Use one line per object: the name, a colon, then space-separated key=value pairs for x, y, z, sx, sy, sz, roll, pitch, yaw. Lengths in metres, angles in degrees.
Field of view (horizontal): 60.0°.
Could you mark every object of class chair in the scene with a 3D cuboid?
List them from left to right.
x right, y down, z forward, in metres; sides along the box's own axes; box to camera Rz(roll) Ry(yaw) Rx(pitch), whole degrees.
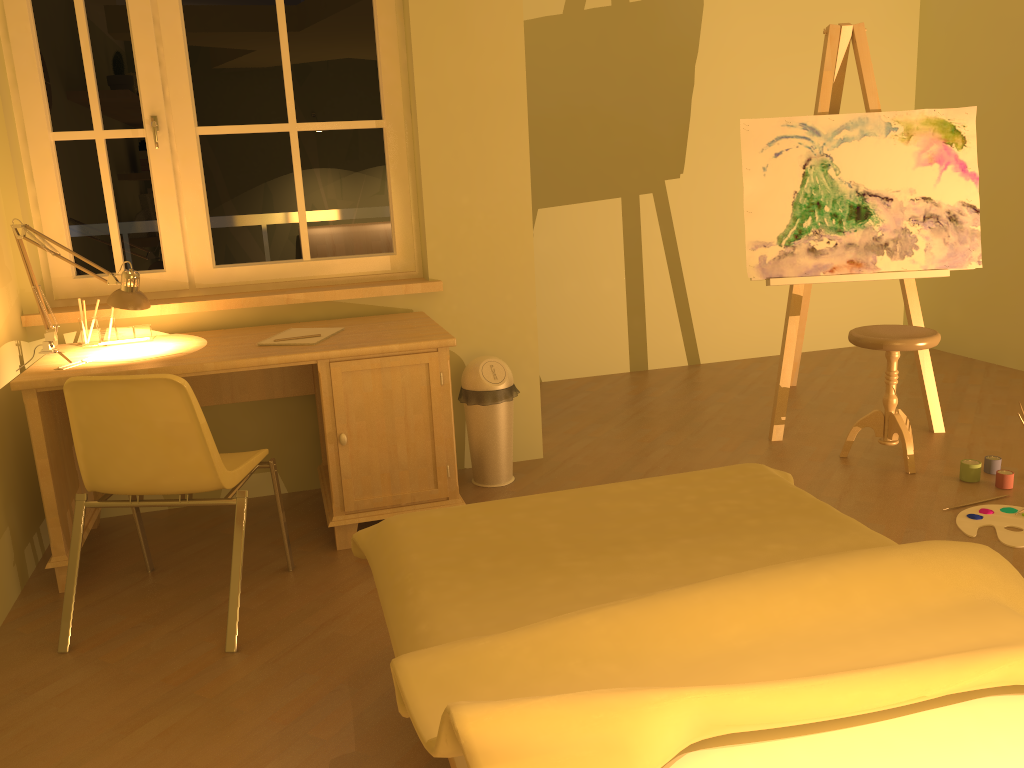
chair: x=-1.031 y=0.313 z=2.675 sx=0.531 sy=0.785 sz=0.546 roll=-2 pitch=14 yaw=5
chair: x=1.574 y=0.054 z=3.681 sx=0.348 sy=0.551 sz=0.364 roll=-4 pitch=14 yaw=-3

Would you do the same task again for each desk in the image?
desk: x=-0.934 y=0.196 z=3.279 sx=1.396 sy=0.720 sz=0.684 roll=-6 pitch=14 yaw=-14

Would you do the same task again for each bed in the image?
bed: x=0.494 y=0.488 z=1.395 sx=1.286 sy=0.894 sz=2.378 roll=-7 pitch=14 yaw=-14

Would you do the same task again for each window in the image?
window: x=-1.132 y=-0.990 z=3.503 sx=1.486 sy=1.263 sz=0.142 roll=-6 pitch=14 yaw=-14

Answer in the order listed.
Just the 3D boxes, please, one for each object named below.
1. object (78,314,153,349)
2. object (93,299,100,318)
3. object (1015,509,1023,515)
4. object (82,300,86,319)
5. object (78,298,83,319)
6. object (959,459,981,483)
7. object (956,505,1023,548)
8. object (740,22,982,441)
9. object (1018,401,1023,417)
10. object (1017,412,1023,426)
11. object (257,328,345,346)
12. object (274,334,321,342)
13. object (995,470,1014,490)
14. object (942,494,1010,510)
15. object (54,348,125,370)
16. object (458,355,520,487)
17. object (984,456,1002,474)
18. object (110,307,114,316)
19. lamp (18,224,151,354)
object: x=-1.464 y=-0.201 z=3.279 sx=0.240 sy=0.105 sz=0.070 roll=-8 pitch=15 yaw=-21
object: x=-1.542 y=-0.231 z=3.267 sx=0.008 sy=0.155 sz=0.073 roll=8 pitch=18 yaw=39
object: x=1.888 y=0.432 z=3.192 sx=0.325 sy=0.015 sz=0.010 roll=-13 pitch=17 yaw=-35
object: x=-1.557 y=-0.229 z=3.237 sx=0.009 sy=0.162 sz=0.053 roll=-14 pitch=17 yaw=-38
object: x=-1.571 y=-0.230 z=3.245 sx=0.009 sy=0.165 sz=0.034 roll=-8 pitch=15 yaw=-21
object: x=1.791 y=0.339 z=3.466 sx=0.073 sy=0.073 sz=0.073 roll=-5 pitch=14 yaw=-10
object: x=1.696 y=0.475 z=3.056 sx=0.366 sy=0.014 sz=0.288 roll=-15 pitch=18 yaw=-41
object: x=1.448 y=-0.693 z=4.186 sx=0.972 sy=1.896 sz=1.132 roll=-11 pitch=16 yaw=-31
object: x=2.024 y=0.222 z=3.444 sx=0.010 sy=0.286 sz=0.159 roll=-8 pitch=14 yaw=-19
object: x=2.008 y=0.237 z=3.399 sx=0.172 sy=0.278 sz=0.010 roll=-4 pitch=14 yaw=-2
object: x=-0.758 y=-0.173 z=3.213 sx=0.210 sy=0.010 sz=0.300 roll=-1 pitch=14 yaw=10
object: x=-0.760 y=-0.163 z=3.141 sx=0.166 sy=0.009 sz=0.008 roll=-9 pitch=15 yaw=-23
object: x=1.876 y=0.364 z=3.377 sx=0.060 sy=0.060 sz=0.060 roll=-12 pitch=16 yaw=-32
object: x=1.700 y=0.432 z=3.243 sx=0.325 sy=0.010 sz=0.010 roll=-8 pitch=14 yaw=-19
object: x=-1.426 y=-0.087 z=3.002 sx=0.040 sy=0.009 sz=0.300 roll=1 pitch=14 yaw=15
object: x=-0.092 y=0.146 z=3.695 sx=0.248 sy=0.535 sz=0.255 roll=2 pitch=14 yaw=19
object: x=1.917 y=0.323 z=3.538 sx=0.060 sy=0.060 sz=0.060 roll=-11 pitch=16 yaw=-29
object: x=-1.489 y=-0.231 z=3.290 sx=0.043 sy=0.138 sz=0.010 roll=-14 pitch=18 yaw=-39
lamp: x=-1.484 y=-0.325 z=3.049 sx=0.484 sy=0.455 sz=0.140 roll=-1 pitch=14 yaw=10
